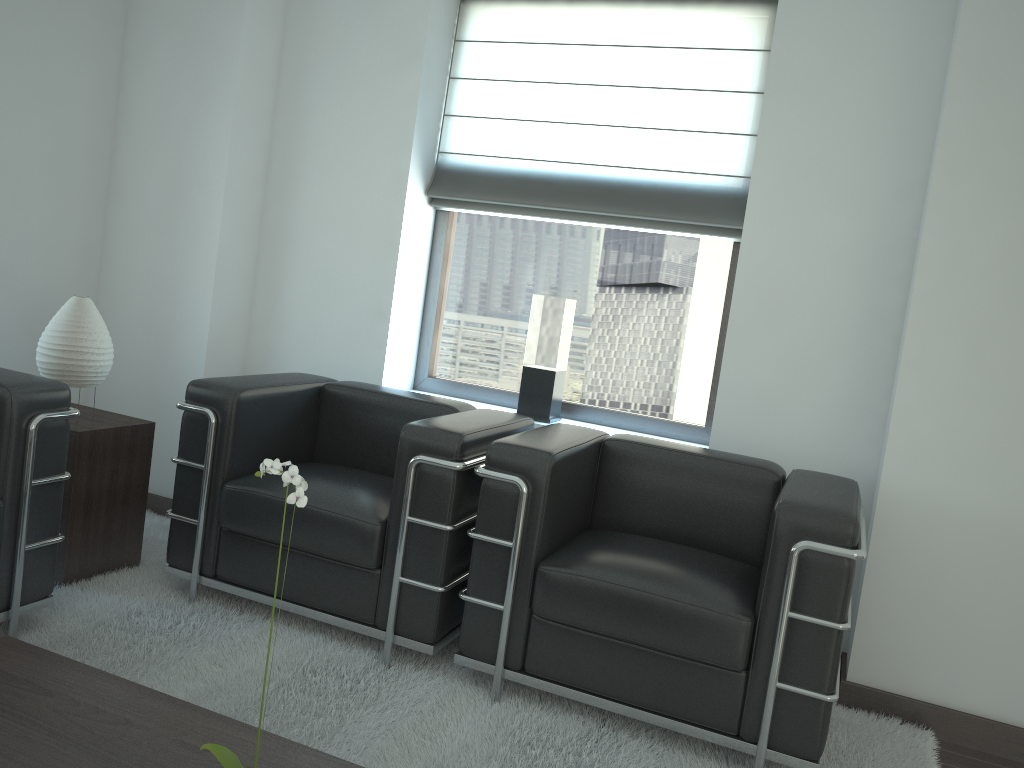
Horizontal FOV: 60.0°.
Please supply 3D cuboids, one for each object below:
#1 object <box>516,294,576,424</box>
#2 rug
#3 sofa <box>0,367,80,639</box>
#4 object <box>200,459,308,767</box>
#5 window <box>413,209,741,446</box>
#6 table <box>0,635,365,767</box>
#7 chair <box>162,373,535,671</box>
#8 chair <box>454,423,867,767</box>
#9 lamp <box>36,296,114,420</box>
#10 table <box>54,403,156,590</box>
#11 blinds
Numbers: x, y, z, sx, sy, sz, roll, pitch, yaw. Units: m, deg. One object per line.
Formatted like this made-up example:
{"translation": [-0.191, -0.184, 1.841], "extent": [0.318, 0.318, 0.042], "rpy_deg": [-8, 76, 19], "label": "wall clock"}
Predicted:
{"translation": [0.217, -0.163, 5.586], "extent": [0.244, 0.774, 0.239], "rpy_deg": [10, 5, 21], "label": "object"}
{"translation": [-1.492, 1.372, 2.269], "extent": [5.177, 0.110, 6.258], "rpy_deg": [10, 6, 21], "label": "rug"}
{"translation": [-3.086, 0.560, 2.580], "extent": [1.125, 1.167, 3.480], "rpy_deg": [10, 6, 20], "label": "sofa"}
{"translation": [-0.536, 0.633, 1.853], "extent": [0.336, 0.990, 0.252], "rpy_deg": [10, 5, 21], "label": "object"}
{"translation": [0.501, -1.135, 5.789], "extent": [2.136, 2.725, 0.146], "rpy_deg": [10, 5, 21], "label": "window"}
{"translation": [-1.205, 1.273, 1.774], "extent": [1.924, 0.440, 1.938], "rpy_deg": [10, 6, 21], "label": "table"}
{"translation": [-0.847, 0.639, 4.744], "extent": [1.649, 1.168, 1.124], "rpy_deg": [10, 6, 21], "label": "chair"}
{"translation": [0.704, 0.918, 4.140], "extent": [1.649, 1.168, 1.124], "rpy_deg": [10, 6, 21], "label": "chair"}
{"translation": [-2.335, -0.149, 4.741], "extent": [0.374, 0.653, 0.376], "rpy_deg": [4, 6, -40], "label": "lamp"}
{"translation": [-2.487, 0.576, 4.833], "extent": [0.787, 0.843, 0.526], "rpy_deg": [10, 5, 21], "label": "table"}
{"translation": [0.528, -1.745, 5.585], "extent": [2.127, 1.473, 0.222], "rpy_deg": [10, 5, 21], "label": "blinds"}
